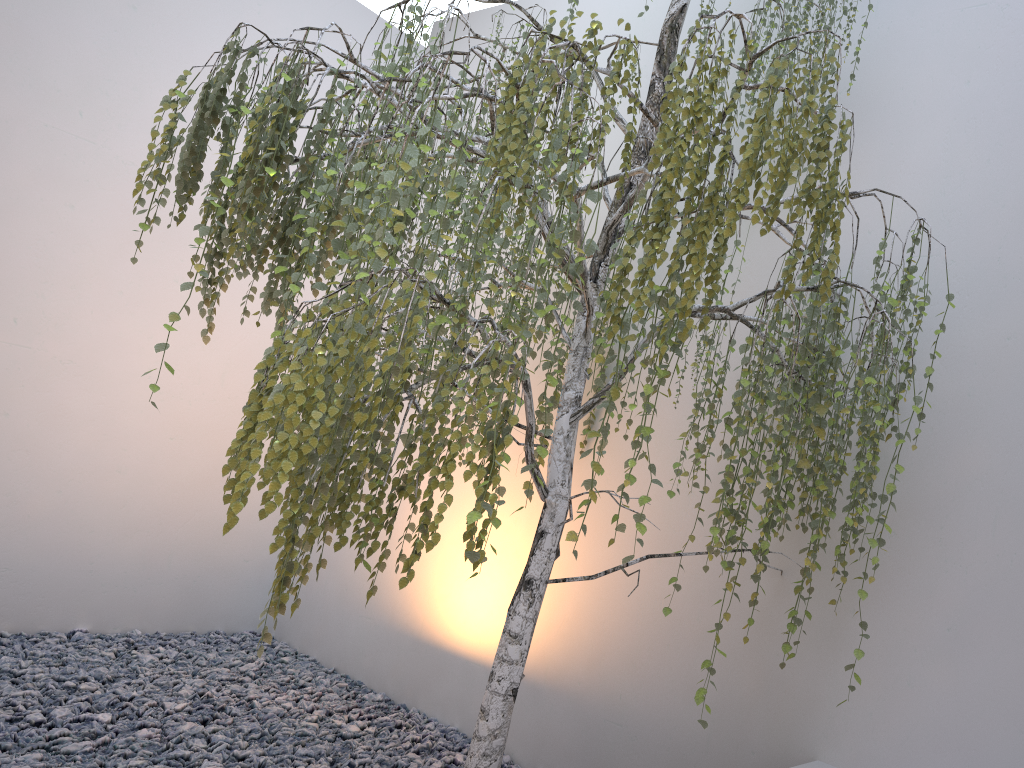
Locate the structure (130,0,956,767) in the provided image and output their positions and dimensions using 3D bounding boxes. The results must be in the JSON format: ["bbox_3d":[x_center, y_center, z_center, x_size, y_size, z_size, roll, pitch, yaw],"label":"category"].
[{"bbox_3d":[0.155,-0.627,2.486,2.098,3.989,2.022,9,-7,38],"label":"structure"}]
